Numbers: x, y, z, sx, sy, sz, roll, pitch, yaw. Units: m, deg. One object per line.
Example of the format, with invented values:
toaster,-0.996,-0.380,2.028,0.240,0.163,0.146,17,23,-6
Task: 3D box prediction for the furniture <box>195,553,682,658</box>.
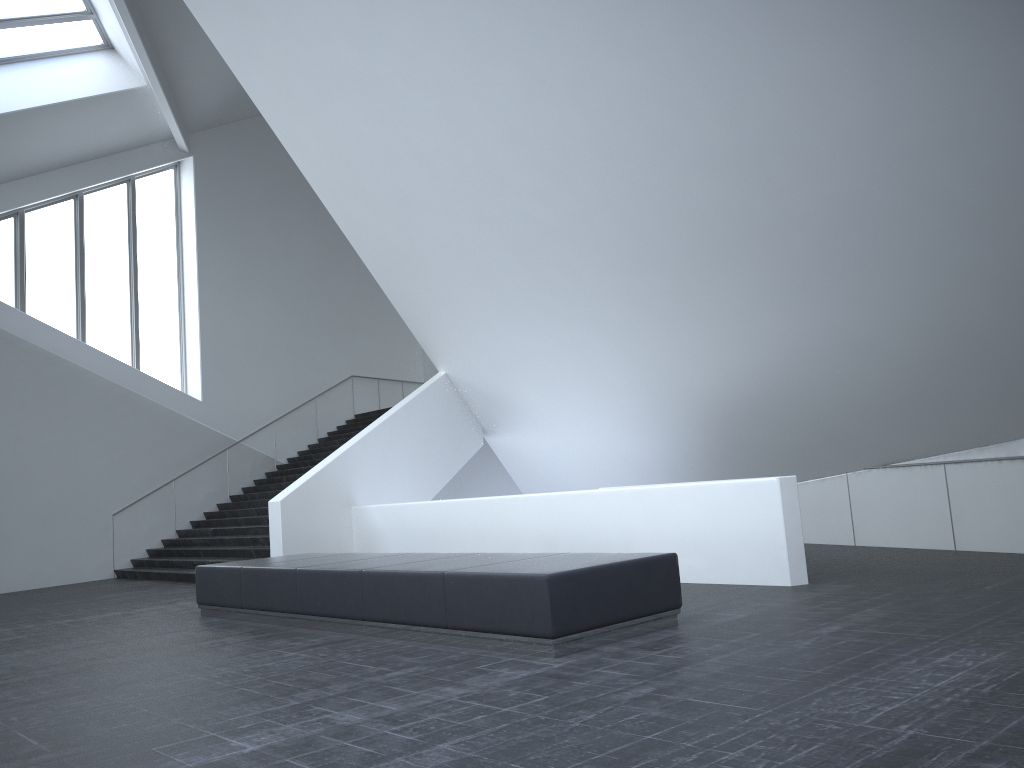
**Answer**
furniture,-1.142,2.008,8.630,1.488,0.580,5.742,2,-9,-43
